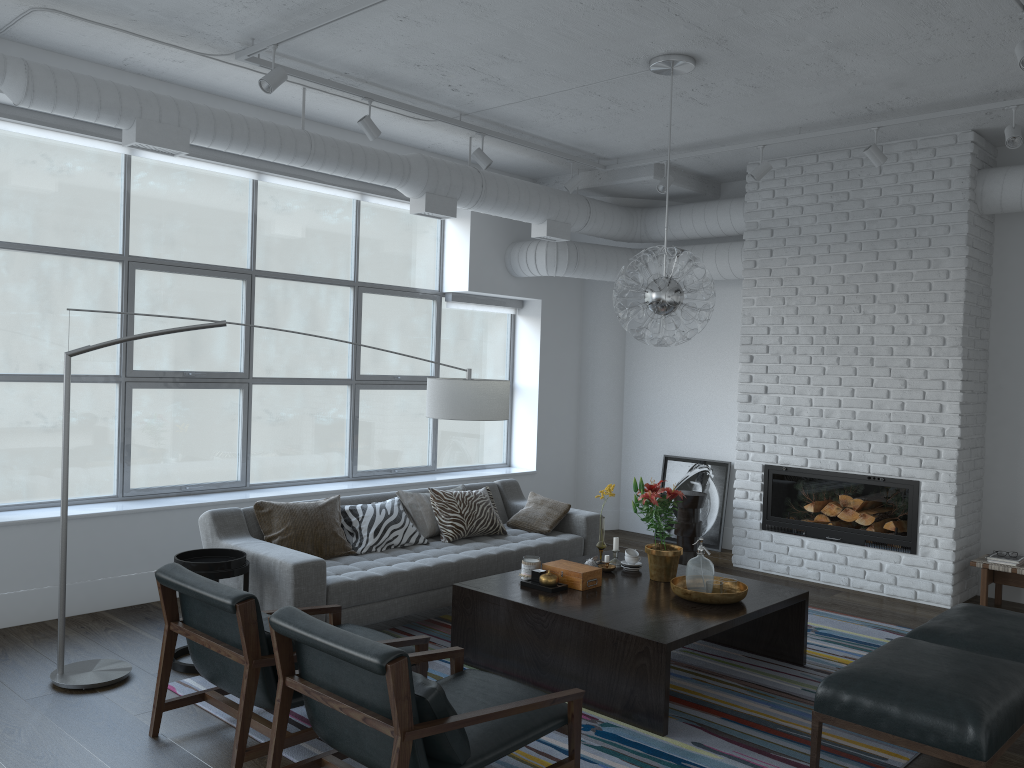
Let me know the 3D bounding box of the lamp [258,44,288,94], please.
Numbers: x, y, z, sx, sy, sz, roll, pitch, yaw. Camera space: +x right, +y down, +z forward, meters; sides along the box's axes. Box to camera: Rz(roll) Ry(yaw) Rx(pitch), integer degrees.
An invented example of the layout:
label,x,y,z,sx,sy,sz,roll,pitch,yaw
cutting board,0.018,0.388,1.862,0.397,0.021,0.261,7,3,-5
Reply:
label,x,y,z,sx,sy,sz,roll,pitch,yaw
lamp,-1.226,-1.623,4.546,0.095,0.285,0.154,3,1,36

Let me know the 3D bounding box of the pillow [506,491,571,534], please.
label,x,y,z,sx,sy,sz,roll,pitch,yaw
pillow,0.184,0.916,6.246,0.427,0.261,0.236,3,2,45

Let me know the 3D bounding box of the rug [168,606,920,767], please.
label,x,y,z,sx,sy,sz,roll,pitch,yaw
rug,0.662,1.468,4.564,2.735,0.012,3.760,3,2,43

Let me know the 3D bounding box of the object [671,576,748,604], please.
label,x,y,z,sx,sy,sz,roll,pitch,yaw
object,0.996,1.046,4.488,0.383,0.068,0.383,2,1,-4

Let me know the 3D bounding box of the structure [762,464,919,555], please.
label,x,y,z,sx,sy,sz,roll,pitch,yaw
structure,2.591,0.937,6.744,1.168,0.578,0.675,3,2,43

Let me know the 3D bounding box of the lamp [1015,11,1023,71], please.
label,x,y,z,sx,sy,sz,roll,pitch,yaw
lamp,2.240,-1.495,3.854,0.094,0.285,0.154,2,1,16

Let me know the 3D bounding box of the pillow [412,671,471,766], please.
label,x,y,z,sx,sy,sz,roll,pitch,yaw
pillow,-0.412,1.072,2.996,0.612,0.293,0.246,3,2,43

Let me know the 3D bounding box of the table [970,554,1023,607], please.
label,x,y,z,sx,sy,sz,roll,pitch,yaw
table,3.413,1.371,5.885,0.605,0.345,0.405,3,2,43

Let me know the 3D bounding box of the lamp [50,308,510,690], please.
label,x,y,z,sx,sy,sz,roll,pitch,yaw
lamp,-1.087,0.544,4.417,2.162,1.738,0.432,2,1,-13

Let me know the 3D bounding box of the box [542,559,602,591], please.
label,x,y,z,sx,sy,sz,roll,pitch,yaw
box,0.314,1.007,4.683,0.294,0.093,0.169,3,2,43

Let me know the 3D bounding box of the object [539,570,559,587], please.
label,x,y,z,sx,sy,sz,roll,pitch,yaw
object,0.191,0.996,4.566,0.103,0.077,0.103,2,1,15

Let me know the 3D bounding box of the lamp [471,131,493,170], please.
label,x,y,z,sx,sy,sz,roll,pitch,yaw
lamp,-0.205,-1.621,6.123,0.154,0.285,0.087,2,1,-3

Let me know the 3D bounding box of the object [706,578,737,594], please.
label,x,y,z,sx,sy,sz,roll,pitch,yaw
object,1.053,1.034,4.459,0.195,0.089,0.085,1,1,-38

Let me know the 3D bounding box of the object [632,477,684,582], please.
label,x,y,z,sx,sy,sz,roll,pitch,yaw
object,0.794,0.789,4.834,0.284,0.558,0.275,2,1,5

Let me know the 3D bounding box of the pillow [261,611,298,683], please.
label,x,y,z,sx,sy,sz,roll,pitch,yaw
pillow,-1.027,1.040,3.570,0.612,0.293,0.246,3,2,43

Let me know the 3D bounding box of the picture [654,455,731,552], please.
label,x,y,z,sx,sy,sz,roll,pitch,yaw
picture,1.603,1.050,7.914,0.686,0.775,0.130,3,2,43

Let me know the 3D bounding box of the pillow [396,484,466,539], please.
label,x,y,z,sx,sy,sz,roll,pitch,yaw
pillow,-0.468,0.867,5.974,0.254,0.318,0.663,3,2,44

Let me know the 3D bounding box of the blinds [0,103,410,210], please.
label,x,y,z,sx,sy,sz,roll,pitch,yaw
blinds,-1.776,-1.509,6.270,0.086,0.130,3.613,3,2,43

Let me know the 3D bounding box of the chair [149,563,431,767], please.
label,x,y,z,sx,sy,sz,roll,pitch,yaw
chair,-0.891,1.089,3.710,0.678,0.698,0.983,3,2,43

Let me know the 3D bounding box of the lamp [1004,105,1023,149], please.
label,x,y,z,sx,sy,sz,roll,pitch,yaw
lamp,2.898,-1.498,5.127,0.093,0.285,0.154,2,1,21

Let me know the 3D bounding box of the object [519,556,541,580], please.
label,x,y,z,sx,sy,sz,roll,pitch,yaw
object,0.101,0.988,4.751,0.106,0.116,0.117,2,1,23

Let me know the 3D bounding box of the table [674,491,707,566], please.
label,x,y,z,sx,sy,sz,roll,pitch,yaw
table,1.422,1.158,7.156,0.282,0.558,0.281,2,1,22

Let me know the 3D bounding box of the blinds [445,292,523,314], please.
label,x,y,z,sx,sy,sz,roll,pitch,yaw
blinds,-0.240,-0.719,7.957,0.086,0.130,0.903,3,2,43

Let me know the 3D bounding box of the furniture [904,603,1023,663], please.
label,x,y,z,sx,sy,sz,roll,pitch,yaw
furniture,2.172,1.294,3.976,0.584,0.478,0.828,3,2,43

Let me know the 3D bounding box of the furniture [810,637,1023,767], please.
label,x,y,z,sx,sy,sz,roll,pitch,yaw
furniture,1.591,1.288,3.353,0.583,0.476,0.827,3,2,43

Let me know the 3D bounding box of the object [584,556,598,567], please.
label,x,y,z,sx,sy,sz,roll,pitch,yaw
object,0.463,1.018,5.078,0.069,0.078,0.124,2,1,26

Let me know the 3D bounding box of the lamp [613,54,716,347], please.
label,x,y,z,sx,sy,sz,roll,pitch,yaw
lamp,0.847,-0.978,4.839,0.552,1.546,0.552,3,1,31

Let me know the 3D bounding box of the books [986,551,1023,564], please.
label,x,y,z,sx,sy,sz,roll,pitch,yaw
books,3.331,1.166,5.963,0.202,0.019,0.280,3,1,41

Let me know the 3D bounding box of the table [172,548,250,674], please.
label,x,y,z,sx,sy,sz,roll,pitch,yaw
table,-1.531,1.133,4.485,0.379,0.536,0.379,1,1,-30

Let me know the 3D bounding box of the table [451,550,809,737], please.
label,x,y,z,sx,sy,sz,roll,pitch,yaw
table,0.626,1.262,4.649,1.306,0.394,1.362,3,2,43

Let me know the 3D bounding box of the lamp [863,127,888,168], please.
label,x,y,z,sx,sy,sz,roll,pitch,yaw
lamp,2.323,-1.528,5.670,0.154,0.285,0.097,2,1,-7

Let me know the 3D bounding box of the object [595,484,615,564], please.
label,x,y,z,sx,sy,sz,roll,pitch,yaw
object,0.543,0.817,5.171,0.120,0.470,0.121,1,1,-31

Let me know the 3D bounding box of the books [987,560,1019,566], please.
label,x,y,z,sx,sy,sz,roll,pitch,yaw
books,3.325,1.180,5.954,0.171,0.011,0.306,3,2,42

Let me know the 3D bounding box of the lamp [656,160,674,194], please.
label,x,y,z,sx,sy,sz,roll,pitch,yaw
lamp,1.164,-1.588,6.749,0.095,0.285,0.154,3,1,41

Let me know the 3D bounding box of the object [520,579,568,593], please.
label,x,y,z,sx,sy,sz,roll,pitch,yaw
object,0.166,1.040,4.588,0.214,0.023,0.130,3,2,43

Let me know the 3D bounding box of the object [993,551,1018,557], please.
label,x,y,z,sx,sy,sz,roll,pitch,yaw
object,3.326,1.138,5.980,0.134,0.038,0.093,2,1,10

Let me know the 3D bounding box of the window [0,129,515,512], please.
label,x,y,z,sx,sy,sz,roll,pitch,yaw
window,-1.541,-0.405,6.678,0.107,2.340,4.566,3,2,43

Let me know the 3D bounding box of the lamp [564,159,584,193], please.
label,x,y,z,sx,sy,sz,roll,pitch,yaw
lamp,0.477,-1.612,6.839,0.154,0.285,0.087,2,1,2

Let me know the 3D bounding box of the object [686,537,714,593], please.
label,x,y,z,sx,sy,sz,roll,pitch,yaw
object,0.969,0.932,4.562,0.143,0.288,0.143,2,1,15

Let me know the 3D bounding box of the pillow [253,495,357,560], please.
label,x,y,z,sx,sy,sz,roll,pitch,yaw
pillow,-1.216,0.850,5.171,0.597,0.338,0.298,1,1,-37

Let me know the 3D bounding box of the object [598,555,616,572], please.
label,x,y,z,sx,sy,sz,roll,pitch,yaw
object,0.535,1.007,4.991,0.102,0.098,0.102,2,1,-8

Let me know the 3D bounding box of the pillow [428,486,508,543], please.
label,x,y,z,sx,sy,sz,roll,pitch,yaw
pillow,-0.296,0.849,5.909,0.576,0.340,0.271,1,2,-43

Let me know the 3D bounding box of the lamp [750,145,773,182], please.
label,x,y,z,sx,sy,sz,roll,pitch,yaw
lamp,1.747,-1.558,6.208,0.154,0.285,0.090,2,1,11

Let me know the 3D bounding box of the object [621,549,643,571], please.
label,x,y,z,sx,sy,sz,roll,pitch,yaw
object,0.684,1.002,5.059,0.124,0.113,0.121,1,1,-27

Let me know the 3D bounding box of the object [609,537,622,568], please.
label,x,y,z,sx,sy,sz,roll,pitch,yaw
object,0.602,0.968,5.142,0.098,0.174,0.098,3,1,37

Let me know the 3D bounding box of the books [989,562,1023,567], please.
label,x,y,z,sx,sy,sz,roll,pitch,yaw
books,3.334,1.192,5.960,0.172,0.011,0.273,3,2,42

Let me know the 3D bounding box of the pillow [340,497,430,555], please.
label,x,y,z,sx,sy,sz,roll,pitch,yaw
pillow,-0.824,0.888,5.530,0.346,0.283,0.578,3,2,43

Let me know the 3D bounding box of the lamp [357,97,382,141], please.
label,x,y,z,sx,sy,sz,roll,pitch,yaw
lamp,-0.868,-1.629,5.406,0.154,0.285,0.087,1,1,-38

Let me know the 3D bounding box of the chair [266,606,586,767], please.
label,x,y,z,sx,sy,sz,roll,pitch,yaw
chair,-0.276,1.121,3.136,0.678,0.698,0.983,3,2,43

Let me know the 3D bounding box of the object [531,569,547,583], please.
label,x,y,z,sx,sy,sz,roll,pitch,yaw
object,0.141,1.004,4.640,0.058,0.055,0.058,3,2,43

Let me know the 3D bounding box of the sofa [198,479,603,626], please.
label,x,y,z,sx,sy,sz,roll,pitch,yaw
sofa,-0.573,1.069,5.620,0.991,0.684,2.541,3,2,43
